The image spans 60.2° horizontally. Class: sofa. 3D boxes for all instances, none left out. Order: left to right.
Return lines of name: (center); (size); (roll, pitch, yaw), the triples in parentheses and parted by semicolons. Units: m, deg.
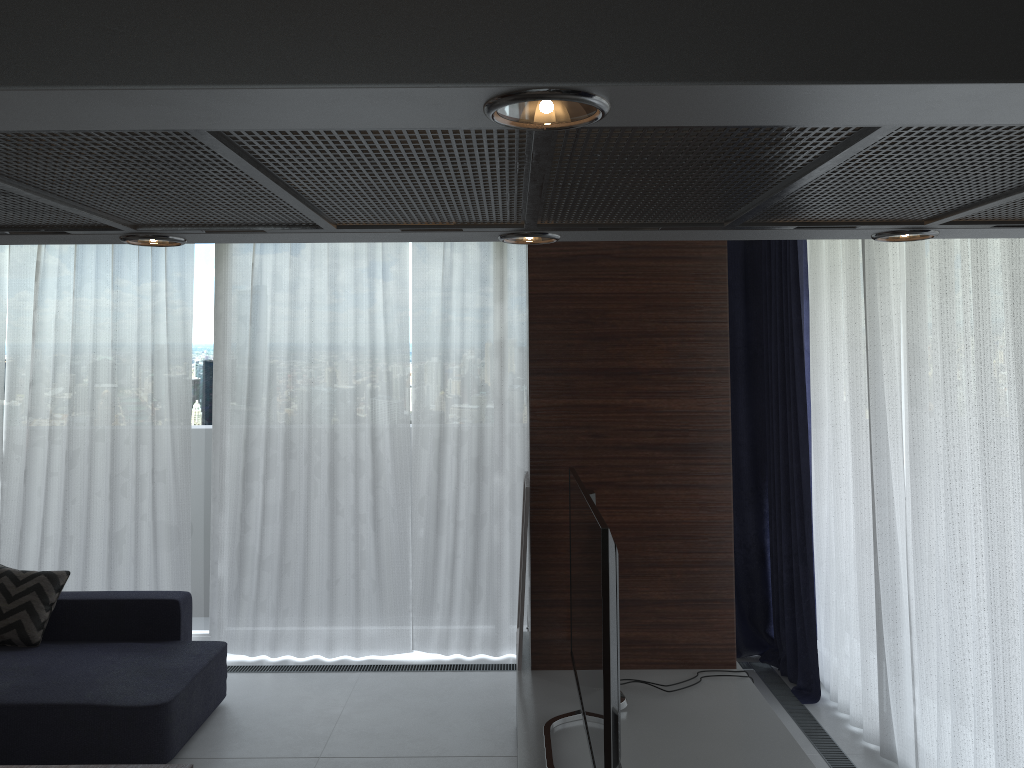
sofa: (-2.373, 1.326, 3.220); (1.898, 0.610, 2.867); (0, 1, 0)

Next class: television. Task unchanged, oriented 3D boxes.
television: (0.247, 0.727, 2.727); (0.298, 0.789, 1.227); (0, 0, 0)

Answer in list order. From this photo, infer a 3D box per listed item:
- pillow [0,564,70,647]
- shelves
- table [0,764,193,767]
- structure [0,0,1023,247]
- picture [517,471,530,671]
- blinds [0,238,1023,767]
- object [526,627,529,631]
pillow: (-2.484, 1.106, 4.416); (0.415, 0.346, 0.285); (0, -2, 5)
shelves: (0.456, 1.360, 3.145); (0.872, 0.501, 2.345); (0, 1, 0)
table: (-1.480, 1.464, 2.581); (0.805, 0.354, 0.799); (0, 1, 0)
structure: (0.012, -0.499, 0.590); (1.044, 0.763, 0.445); (0, -2, 0)
picture: (0.045, 0.747, 3.674); (0.053, 0.703, 0.498); (0, -2, 0)
blinds: (-1.818, 0.258, 2.512); (7.133, 2.784, 5.787); (0, 0, 4)
object: (0.251, 1.184, 4.118); (0.368, 0.151, 0.369); (0, 1, 0)
